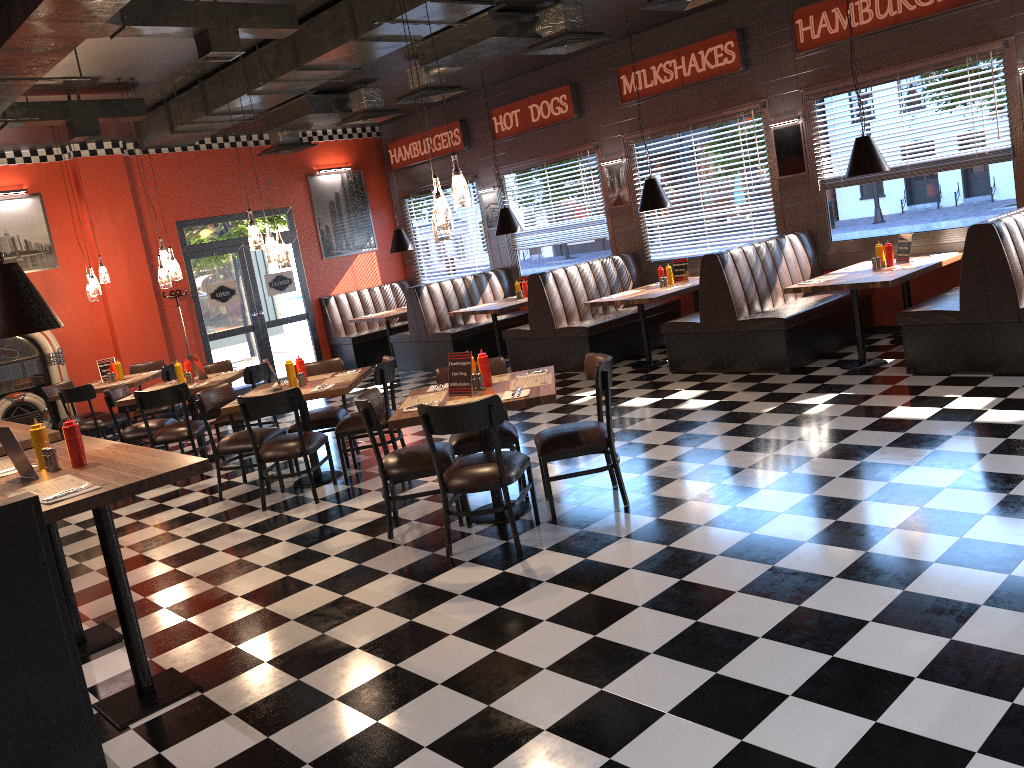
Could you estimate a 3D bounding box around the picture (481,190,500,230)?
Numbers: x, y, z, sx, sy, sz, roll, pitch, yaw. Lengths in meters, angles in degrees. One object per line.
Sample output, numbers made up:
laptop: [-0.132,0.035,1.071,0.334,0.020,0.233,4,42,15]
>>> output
picture: [-0.290,-2.515,12.828,0.012,0.533,0.351,-17,11,-41]

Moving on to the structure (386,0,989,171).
structure: [1.822,-3.556,10.044,0.120,0.436,11.259,-17,12,-41]

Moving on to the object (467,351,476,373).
object: [-0.260,-0.091,5.541,0.068,0.236,0.068,-14,9,-26]

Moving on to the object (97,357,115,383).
object: [-4.633,-0.160,10.167,0.189,0.255,0.072,-15,9,-31]

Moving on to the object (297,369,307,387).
object: [-1.663,-0.052,6.997,0.046,0.135,0.094,-9,8,9]

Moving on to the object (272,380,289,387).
object: [-1.897,-0.007,7.312,0.157,0.019,0.256,-11,10,-3]

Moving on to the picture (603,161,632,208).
picture: [1.312,-2.480,11.055,0.012,0.533,0.351,-17,11,-41]

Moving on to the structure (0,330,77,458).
structure: [-5.953,0.036,10.495,1.303,1.758,0.500,-17,11,-41]

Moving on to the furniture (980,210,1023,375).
furniture: [4.387,-0.829,6.881,1.721,1.147,0.706,-18,12,-41]

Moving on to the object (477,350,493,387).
object: [-0.172,-0.101,5.510,0.068,0.236,0.068,-10,8,1]

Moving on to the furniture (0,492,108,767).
furniture: [-4.837,0.968,5.961,1.111,1.142,8.755,-18,13,-40]

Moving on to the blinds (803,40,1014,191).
blinds: [3.698,-2.469,8.382,0.100,1.033,1.868,-17,11,-41]

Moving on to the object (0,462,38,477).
object: [-2.356,0.402,4.197,0.157,0.019,0.257,0,14,45]

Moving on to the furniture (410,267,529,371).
furniture: [-0.416,-0.937,12.198,1.721,1.147,0.706,-18,12,-41]

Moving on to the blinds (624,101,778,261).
blinds: [2.150,-2.256,10.179,0.101,1.543,1.868,-17,11,-41]

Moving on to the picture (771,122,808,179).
picture: [2.910,-2.444,9.287,0.012,0.533,0.351,-17,11,-41]

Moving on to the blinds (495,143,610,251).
blinds: [0.520,-2.460,11.927,0.101,1.198,1.868,-17,11,-41]

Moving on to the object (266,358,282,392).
object: [-1.884,-0.080,7.022,0.072,0.255,0.189,-12,9,-11]

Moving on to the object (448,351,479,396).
object: [-0.314,-0.060,5.368,0.188,0.255,0.073,-3,10,38]

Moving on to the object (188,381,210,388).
object: [-2.921,0.004,8.256,0.157,0.019,0.257,-9,10,6]

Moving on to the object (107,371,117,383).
object: [-4.531,-0.089,10.023,0.094,0.135,0.046,-17,11,-41]

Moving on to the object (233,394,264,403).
object: [-1.988,0.106,6.768,0.255,0.019,0.158,-9,10,5]

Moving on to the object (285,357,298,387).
object: [-1.759,-0.097,7.044,0.068,0.236,0.068,-16,10,-36]

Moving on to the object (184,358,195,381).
object: [-3.152,-0.137,8.640,0.068,0.236,0.068,-16,10,-36]

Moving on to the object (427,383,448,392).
object: [-0.471,0.020,5.758,0.157,0.019,0.257,-9,10,5]

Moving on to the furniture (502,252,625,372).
furniture: [0.712,-0.912,10.949,1.721,1.147,0.706,-18,12,-41]

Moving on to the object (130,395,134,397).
object: [-3.443,0.083,8.327,0.255,0.019,0.158,-11,10,-3]

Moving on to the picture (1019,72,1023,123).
picture: [4.515,-2.408,7.509,0.012,0.533,0.351,-17,11,-41]

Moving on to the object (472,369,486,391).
object: [-0.215,-0.027,5.437,0.093,0.135,0.047,-3,10,38]

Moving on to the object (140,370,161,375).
object: [-4.204,-0.133,10.276,0.255,0.019,0.158,-9,10,4]

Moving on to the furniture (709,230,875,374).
furniture: [2.786,-0.865,8.653,1.721,1.147,0.706,-18,12,-41]

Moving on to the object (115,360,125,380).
object: [-4.462,-0.163,10.068,0.068,0.236,0.068,-2,11,45]

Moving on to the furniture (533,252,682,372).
furniture: [1.185,-0.901,10.426,1.721,1.147,0.706,-18,12,-41]

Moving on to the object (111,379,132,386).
object: [-4.278,-0.022,9.730,0.157,0.019,0.257,-9,10,7]

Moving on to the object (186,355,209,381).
object: [-3.082,-0.166,8.674,0.188,0.255,0.073,-3,10,38]

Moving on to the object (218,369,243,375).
object: [-2.832,-0.119,8.852,0.255,0.019,0.158,-9,10,6]

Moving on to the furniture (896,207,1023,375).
furniture: [3.914,-0.840,7.405,1.721,1.147,0.706,-18,12,-41]

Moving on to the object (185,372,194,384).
object: [-3.120,-0.073,8.550,0.093,0.135,0.047,-3,10,38]

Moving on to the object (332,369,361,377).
object: [-1.362,-0.089,7.239,0.255,0.019,0.158,-10,10,3]

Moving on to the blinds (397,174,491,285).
blinds: [-1.048,-2.287,13.731,0.100,1.625,1.868,-17,11,-41]

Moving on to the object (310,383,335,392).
object: [-1.426,0.021,6.692,0.157,0.019,0.257,-9,10,6]

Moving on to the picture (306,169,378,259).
picture: [-2.652,-2.675,13.906,1.030,1.294,0.016,-18,11,-41]

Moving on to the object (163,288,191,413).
object: [-4.377,-0.457,11.989,0.376,1.649,0.375,-13,8,-19]

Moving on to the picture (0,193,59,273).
picture: [-6.408,-1.695,10.487,1.781,0.934,0.023,-18,11,-41]

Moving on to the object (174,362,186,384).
object: [-3.221,-0.114,8.580,0.068,0.236,0.068,-16,10,-36]

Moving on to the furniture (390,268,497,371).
furniture: [-0.889,-0.947,12.722,1.721,1.147,0.706,-18,12,-41]

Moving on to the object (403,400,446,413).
object: [-0.515,0.125,5.218,0.255,0.019,0.158,-10,10,-2]

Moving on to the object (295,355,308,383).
object: [-1.690,-0.120,7.105,0.068,0.236,0.068,-16,10,-36]

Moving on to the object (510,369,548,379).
object: [0.103,-0.064,5.661,0.255,0.019,0.158,-9,10,7]

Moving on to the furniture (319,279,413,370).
furniture: [-2.017,-0.972,13.970,1.721,1.147,0.706,-18,12,-41]

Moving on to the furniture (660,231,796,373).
furniture: [2.313,-0.876,9.177,1.721,1.147,0.706,-18,12,-41]

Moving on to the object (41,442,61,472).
object: [-2.103,0.328,4.032,0.093,0.135,0.047,-3,10,39]

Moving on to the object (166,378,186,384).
object: [-3.379,-0.031,8.898,0.157,0.019,0.257,-9,10,4]

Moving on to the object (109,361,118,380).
object: [-4.547,-0.155,10.107,0.068,0.236,0.068,-2,11,45]

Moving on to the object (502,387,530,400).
object: [0.025,0.051,5.100,0.157,0.019,0.257,-9,10,7]
